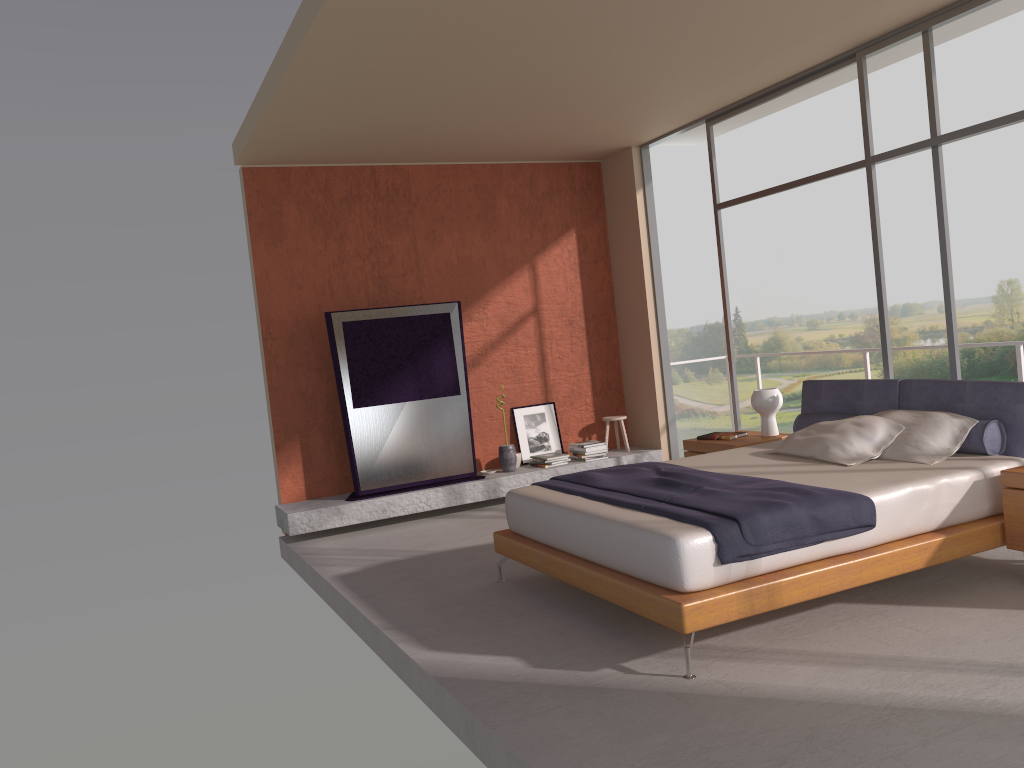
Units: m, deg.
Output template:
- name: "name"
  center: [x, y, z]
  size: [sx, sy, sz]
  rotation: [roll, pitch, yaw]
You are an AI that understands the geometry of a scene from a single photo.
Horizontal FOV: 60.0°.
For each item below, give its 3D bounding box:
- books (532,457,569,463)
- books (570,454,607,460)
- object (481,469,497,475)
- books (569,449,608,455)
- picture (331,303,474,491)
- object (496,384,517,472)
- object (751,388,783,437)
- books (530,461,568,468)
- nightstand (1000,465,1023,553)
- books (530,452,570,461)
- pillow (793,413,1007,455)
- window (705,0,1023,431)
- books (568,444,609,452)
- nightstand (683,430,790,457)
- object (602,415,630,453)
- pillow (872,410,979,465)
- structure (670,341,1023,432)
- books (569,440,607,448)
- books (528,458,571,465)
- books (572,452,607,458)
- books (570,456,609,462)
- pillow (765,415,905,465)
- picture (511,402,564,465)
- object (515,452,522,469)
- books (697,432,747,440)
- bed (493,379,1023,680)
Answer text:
- name: "books"
  center: [0.357, 0.695, 8.243]
  size: [0.247, 0.025, 0.287]
  rotation: [-7, 3, -22]
- name: "books"
  center: [0.726, 0.681, 8.392]
  size: [0.247, 0.018, 0.287]
  rotation: [-7, 3, -24]
- name: "object"
  center: [-0.212, 0.810, 8.071]
  size: [0.152, 0.040, 0.152]
  rotation: [-6, 3, 11]
- name: "books"
  center: [0.723, 0.633, 8.385]
  size: [0.247, 0.027, 0.328]
  rotation: [-7, 3, -22]
- name: "picture"
  center: [-0.899, 0.088, 7.603]
  size: [1.129, 1.496, 0.126]
  rotation: [-7, 3, -24]
- name: "object"
  center: [-0.067, 0.399, 8.075]
  size: [0.165, 0.810, 0.165]
  rotation: [-6, 3, -1]
- name: "object"
  center: [1.858, 0.207, 6.437]
  size: [0.224, 0.338, 0.224]
  rotation: [-7, 3, -12]
- name: "books"
  center: [0.345, 0.742, 8.244]
  size: [0.247, 0.025, 0.287]
  rotation: [-7, 3, -27]
- name: "nightstand"
  center: [2.787, 0.665, 4.158]
  size: [0.562, 0.556, 0.628]
  rotation: [-7, 3, -24]
- name: "books"
  center: [0.352, 0.674, 8.246]
  size: [0.247, 0.018, 0.328]
  rotation: [-7, 3, -27]
- name: "pillow"
  center: [2.287, 0.289, 5.386]
  size: [0.205, 0.201, 1.470]
  rotation: [-7, 3, -24]
- name: "window"
  center: [3.059, -0.682, 4.826]
  size: [0.075, 3.133, 6.106]
  rotation: [-7, 3, -24]
- name: "books"
  center: [0.720, 0.600, 8.383]
  size: [0.247, 0.038, 0.319]
  rotation: [-7, 3, -27]
- name: "nightstand"
  center: [1.705, 0.670, 6.567]
  size: [0.562, 0.556, 0.628]
  rotation: [-7, 3, -24]
- name: "object"
  center: [1.030, 0.492, 8.676]
  size: [0.260, 0.349, 0.257]
  rotation: [-4, 3, 35]
- name: "pillow"
  center: [2.216, 0.302, 5.055]
  size: [0.400, 0.265, 0.791]
  rotation: [-7, 3, -21]
- name: "structure"
  center: [3.446, 0.250, 5.212]
  size: [0.728, 1.005, 7.689]
  rotation: [-7, 3, -24]
- name: "books"
  center: [0.714, 0.569, 8.387]
  size: [0.247, 0.025, 0.287]
  rotation: [-7, 3, -24]
- name: "books"
  center: [0.351, 0.718, 8.256]
  size: [0.247, 0.018, 0.328]
  rotation: [-8, 3, -39]
- name: "books"
  center: [0.731, 0.660, 8.367]
  size: [0.247, 0.025, 0.287]
  rotation: [-7, 3, -13]
- name: "books"
  center: [0.730, 0.699, 8.388]
  size: [0.247, 0.018, 0.328]
  rotation: [-7, 3, -22]
- name: "pillow"
  center: [1.903, 0.333, 5.307]
  size: [0.431, 0.264, 0.869]
  rotation: [-7, 3, -16]
- name: "picture"
  center: [0.253, 0.472, 8.517]
  size: [0.458, 0.550, 0.117]
  rotation: [-7, 3, -24]
- name: "object"
  center: [0.003, 0.720, 8.293]
  size: [0.179, 0.137, 0.180]
  rotation: [-7, 3, -11]
- name: "books"
  center: [1.572, 0.388, 6.630]
  size: [0.247, 0.025, 0.287]
  rotation: [-9, 4, -43]
- name: "bed"
  center: [1.365, 0.584, 4.986]
  size: [2.462, 0.959, 2.017]
  rotation: [-7, 3, -24]
